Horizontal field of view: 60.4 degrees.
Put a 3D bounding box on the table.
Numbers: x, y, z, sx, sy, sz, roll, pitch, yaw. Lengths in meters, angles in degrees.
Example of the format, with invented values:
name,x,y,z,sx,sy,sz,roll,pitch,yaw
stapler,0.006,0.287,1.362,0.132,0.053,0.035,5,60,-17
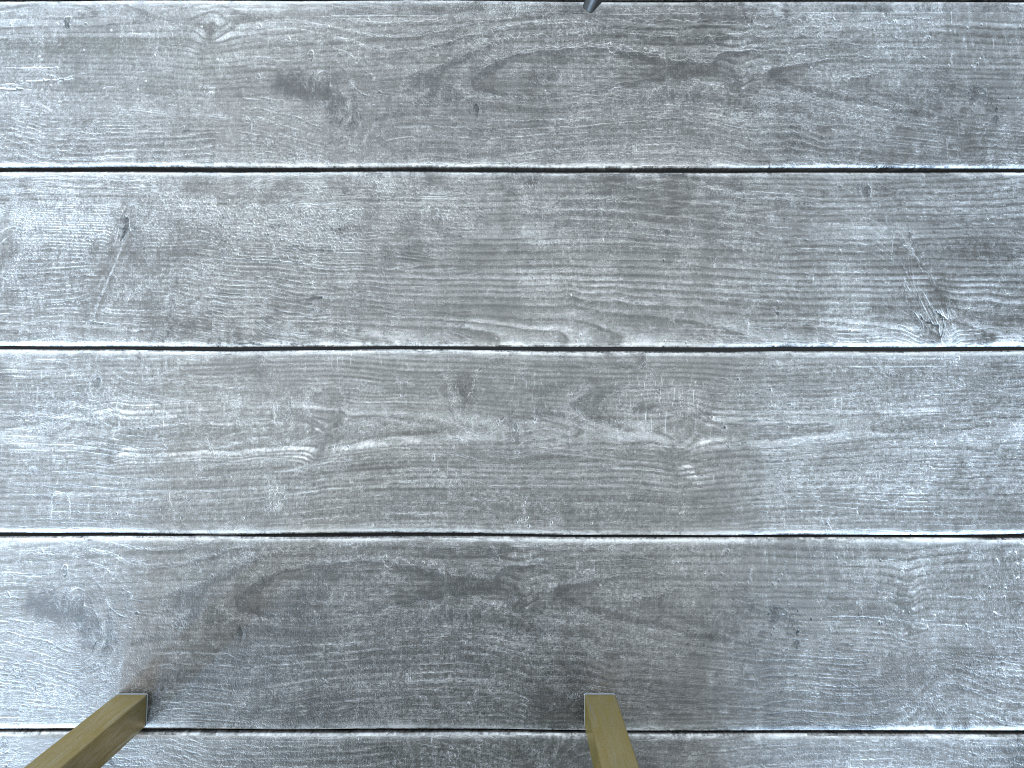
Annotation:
name,x,y,z,sx,sy,sz,roll,pitch,yaw
table,-0.133,0.925,0.526,0.600,0.395,1.420,0,84,0

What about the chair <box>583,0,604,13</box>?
name,x,y,z,sx,sy,sz,roll,pitch,yaw
chair,0.209,-0.860,0.437,0.615,0.997,0.911,45,88,1
